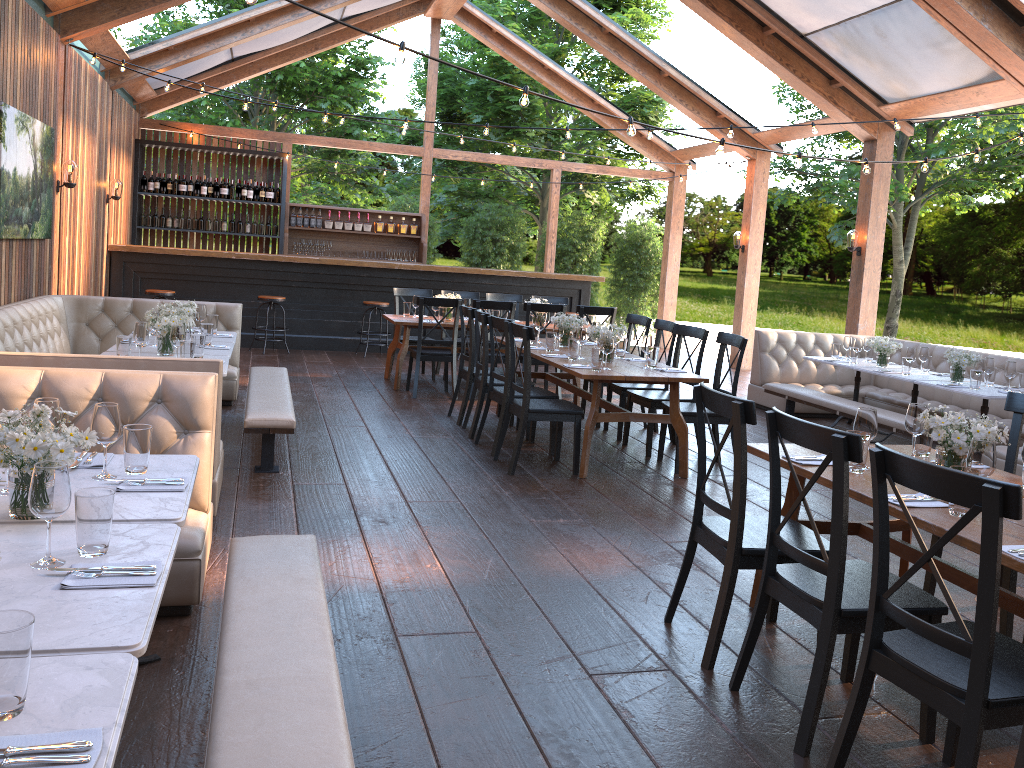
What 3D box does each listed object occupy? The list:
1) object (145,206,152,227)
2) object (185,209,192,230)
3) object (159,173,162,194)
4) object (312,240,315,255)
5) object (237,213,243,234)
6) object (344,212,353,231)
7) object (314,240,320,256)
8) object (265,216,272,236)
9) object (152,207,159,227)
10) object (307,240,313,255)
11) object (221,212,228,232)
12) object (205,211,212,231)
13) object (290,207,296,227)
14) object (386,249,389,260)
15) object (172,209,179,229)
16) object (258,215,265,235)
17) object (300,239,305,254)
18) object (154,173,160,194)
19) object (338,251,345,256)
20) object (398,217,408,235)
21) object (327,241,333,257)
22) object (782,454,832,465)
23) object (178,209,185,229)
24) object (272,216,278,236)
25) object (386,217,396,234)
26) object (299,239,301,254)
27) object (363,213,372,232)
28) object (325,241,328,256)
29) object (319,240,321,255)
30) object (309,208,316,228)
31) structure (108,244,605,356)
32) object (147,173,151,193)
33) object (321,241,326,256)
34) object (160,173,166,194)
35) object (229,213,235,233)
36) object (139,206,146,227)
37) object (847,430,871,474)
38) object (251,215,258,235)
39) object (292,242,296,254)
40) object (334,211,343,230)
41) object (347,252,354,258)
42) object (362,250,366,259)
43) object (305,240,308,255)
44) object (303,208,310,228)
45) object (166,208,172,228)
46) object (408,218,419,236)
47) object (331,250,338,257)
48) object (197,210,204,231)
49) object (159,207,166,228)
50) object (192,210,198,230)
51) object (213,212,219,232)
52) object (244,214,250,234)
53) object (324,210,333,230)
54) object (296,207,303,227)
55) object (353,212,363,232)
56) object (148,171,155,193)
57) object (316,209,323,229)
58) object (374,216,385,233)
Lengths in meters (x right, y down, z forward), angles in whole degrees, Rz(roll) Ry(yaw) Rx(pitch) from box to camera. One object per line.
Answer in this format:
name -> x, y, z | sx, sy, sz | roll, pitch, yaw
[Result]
object -> -5.490, -2.531, 13.378 | 0.094, 0.307, 0.095 | 3, 5, -11
object -> -4.959, -2.521, 13.571 | 0.094, 0.307, 0.095 | 2, 5, -20
object -> -5.358, -3.048, 13.465 | 0.137, 0.314, 0.136 | 8, 6, 36
object -> -3.205, -2.209, 14.339 | 0.092, 0.243, 0.093 | 4, 5, 4
object -> -4.220, -2.491, 13.725 | 0.095, 0.307, 0.094 | 8, 6, 39
object -> -2.669, -2.657, 14.452 | 0.138, 0.309, 0.139 | 3, 5, -11
object -> -3.149, -2.193, 14.256 | 0.092, 0.243, 0.093 | 0, 6, -41
object -> -3.810, -2.479, 13.842 | 0.094, 0.307, 0.095 | 3, 5, -15
object -> -5.405, -2.530, 13.411 | 0.095, 0.307, 0.094 | 8, 6, 39
object -> -3.252, -2.195, 14.218 | 0.092, 0.243, 0.093 | 4, 5, 4
object -> -4.445, -2.500, 13.674 | 0.094, 0.307, 0.095 | 2, 5, -18
object -> -4.662, -2.502, 13.583 | 0.094, 0.307, 0.095 | 1, 6, -34
object -> -3.519, -2.690, 14.236 | 0.094, 0.316, 0.095 | 3, 5, -16
object -> -2.025, -2.109, 14.442 | 0.073, 0.180, 0.074 | 0, 7, -42
object -> -5.148, -2.530, 13.537 | 0.094, 0.307, 0.094 | 8, 6, 38
object -> -3.914, -2.484, 13.826 | 0.094, 0.307, 0.095 | 2, 5, -20
object -> -3.363, -2.199, 14.194 | 0.092, 0.243, 0.093 | 4, 5, 4
object -> -5.352, -3.028, 13.354 | 0.077, 0.305, 0.077 | 4, 5, 0
object -> -2.770, -2.104, 14.344 | 0.124, 0.096, 0.125 | 3, 7, -5
object -> -1.811, -2.617, 14.682 | 0.176, 0.287, 0.110 | 2, 5, -21
object -> -2.948, -2.187, 14.311 | 0.092, 0.243, 0.093 | 0, 6, -41
object -> 1.264, 0.310, 3.662 | 0.255, 0.019, 0.159 | 2, 8, -16
object -> -5.043, -2.518, 13.505 | 0.094, 0.307, 0.094 | 4, 5, 5
object -> -3.721, -2.482, 13.905 | 0.094, 0.307, 0.094 | 5, 5, 10
object -> -2.008, -2.629, 14.668 | 0.176, 0.287, 0.110 | 3, 5, -11
object -> -3.405, -2.215, 14.285 | 0.092, 0.243, 0.093 | 0, 6, -41
object -> -2.376, -2.650, 14.550 | 0.138, 0.309, 0.139 | 3, 5, -11
object -> -3.016, -2.205, 14.402 | 0.092, 0.243, 0.093 | 0, 6, -41
object -> -3.113, -2.207, 14.371 | 0.092, 0.243, 0.093 | 0, 6, -41
object -> -3.216, -2.676, 14.289 | 0.094, 0.316, 0.095 | 2, 5, -21
structure -> -2.043, -1.121, 12.673 | 6.796, 1.268, 0.863 | 2, 6, -16
object -> -5.503, -3.059, 13.472 | 0.078, 0.310, 0.078 | 2, 5, -21
object -> -3.048, -2.188, 14.274 | 0.092, 0.243, 0.093 | 0, 6, -41
object -> -5.261, -3.024, 13.358 | 0.077, 0.307, 0.078 | 1, 6, -37
object -> -4.341, -2.500, 13.728 | 0.094, 0.307, 0.095 | 5, 5, 11
object -> -5.599, -2.543, 13.411 | 0.094, 0.307, 0.095 | 1, 5, -29
object -> 1.366, 0.270, 3.505 | 0.092, 0.157, 0.092 | 6, 6, 20
object -> -4.021, -2.492, 13.825 | 0.094, 0.307, 0.094 | 4, 5, 5
object -> -3.470, -2.160, 14.077 | 0.070, 0.184, 0.070 | 3, 5, -12
object -> -2.823, -2.662, 14.413 | 0.138, 0.309, 0.139 | 3, 5, -16
object -> -2.641, -2.109, 14.439 | 0.124, 0.096, 0.125 | 1, 8, -27
object -> -2.423, -2.126, 14.546 | 0.097, 0.134, 0.098 | 1, 7, -29
object -> -3.311, -2.215, 14.329 | 0.092, 0.243, 0.093 | 4, 5, 4
object -> -3.322, -2.685, 14.295 | 0.094, 0.316, 0.095 | 2, 5, -21
object -> -5.229, -2.530, 13.498 | 0.094, 0.307, 0.095 | 2, 5, -18
object -> -1.641, -2.617, 14.767 | 0.176, 0.287, 0.110 | 3, 5, -11
object -> -2.895, -2.127, 14.440 | 0.124, 0.096, 0.125 | 3, 7, -5
object -> -4.768, -2.508, 13.570 | 0.094, 0.307, 0.095 | 3, 5, -15
object -> -5.321, -2.533, 13.474 | 0.094, 0.307, 0.095 | 5, 5, 11
object -> -4.863, -2.516, 13.584 | 0.094, 0.307, 0.094 | 5, 5, 10
object -> -4.566, -2.506, 13.658 | 0.094, 0.307, 0.095 | 3, 5, -16
object -> -4.123, -2.492, 13.780 | 0.094, 0.307, 0.094 | 8, 6, 38
object -> -2.975, -2.667, 14.375 | 0.138, 0.309, 0.139 | 3, 5, -11
object -> -3.412, -2.683, 14.238 | 0.094, 0.316, 0.095 | 4, 5, -1
object -> -2.522, -2.651, 14.486 | 0.138, 0.309, 0.139 | 2, 5, -21
object -> -5.442, -3.049, 13.357 | 0.087, 0.332, 0.088 | 1, 6, -36
object -> -3.120, -2.676, 14.335 | 0.094, 0.316, 0.095 | 4, 5, -6
object -> -2.189, -2.631, 14.594 | 0.176, 0.287, 0.110 | 2, 5, -21
